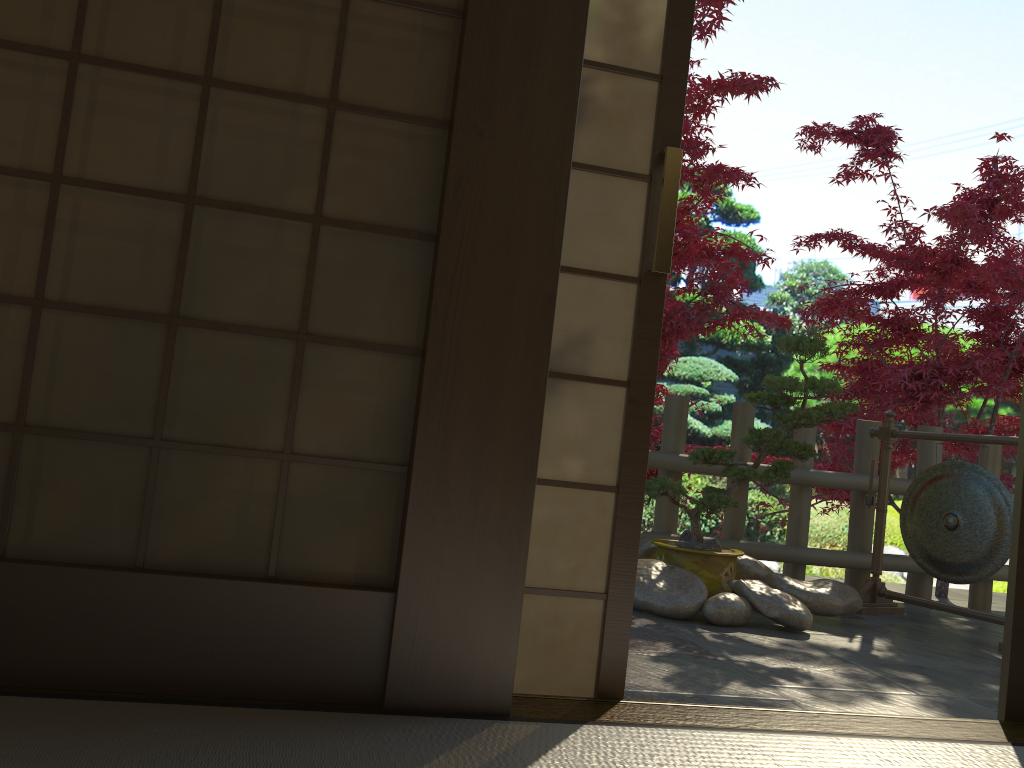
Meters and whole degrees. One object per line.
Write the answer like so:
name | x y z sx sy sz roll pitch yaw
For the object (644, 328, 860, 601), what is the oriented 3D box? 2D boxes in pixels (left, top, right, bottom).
object | 1.119 0.388 4.263 1.032 1.362 0.586 6 -4 15

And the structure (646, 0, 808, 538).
structure | 0.137 -0.829 5.604 3.412 4.004 3.045 5 -4 21

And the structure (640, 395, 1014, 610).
structure | 0.921 0.616 4.861 7.456 1.136 0.245 7 -4 -11

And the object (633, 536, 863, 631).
object | 1.004 0.928 4.205 1.260 0.276 1.147 8 -4 -16

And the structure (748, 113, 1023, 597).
structure | 3.595 -0.383 6.395 3.045 4.004 3.412 7 -4 -9

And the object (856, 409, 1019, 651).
object | 2.152 0.659 4.297 0.368 1.061 1.045 9 -4 -33

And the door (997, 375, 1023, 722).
door | 2.307 -0.118 2.517 1.894 2.380 0.073 7 -4 -11

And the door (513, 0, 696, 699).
door | -0.534 -0.480 1.936 1.894 2.380 0.073 7 -4 -11
